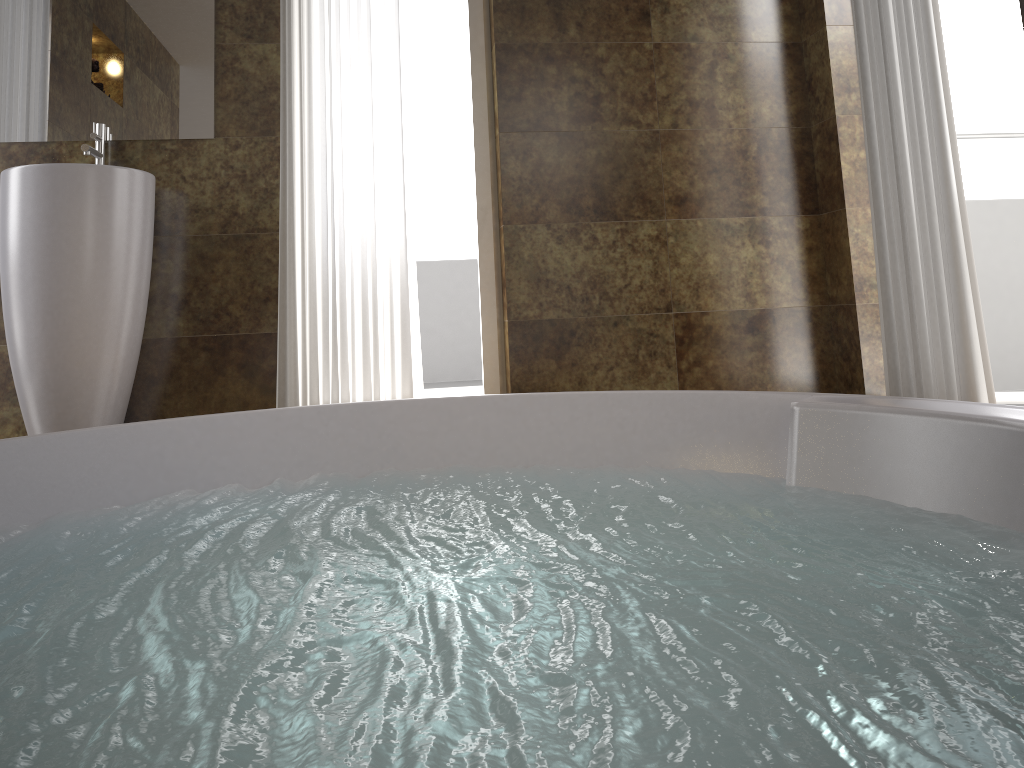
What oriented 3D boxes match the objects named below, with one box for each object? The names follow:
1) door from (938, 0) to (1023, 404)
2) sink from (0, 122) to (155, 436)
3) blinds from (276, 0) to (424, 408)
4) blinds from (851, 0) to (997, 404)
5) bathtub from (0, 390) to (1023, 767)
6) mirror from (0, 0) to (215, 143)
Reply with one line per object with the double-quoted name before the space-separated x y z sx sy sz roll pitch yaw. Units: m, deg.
"door" 1.841 -1.051 3.088 0.953 2.265 0.039 -6 -9 25
"sink" -1.416 -0.342 2.810 0.459 1.156 0.426 -2 -7 -5
"blinds" -0.617 -1.000 3.208 0.520 2.304 0.065 -2 -8 -8
"blinds" 1.254 -1.054 2.826 0.069 2.316 0.471 -1 -8 -8
"bathtub" -0.102 0.235 0.948 1.740 0.531 1.743 -1 4 23
"mirror" -1.495 -1.423 3.187 0.769 1.110 0.008 -2 -8 -8
